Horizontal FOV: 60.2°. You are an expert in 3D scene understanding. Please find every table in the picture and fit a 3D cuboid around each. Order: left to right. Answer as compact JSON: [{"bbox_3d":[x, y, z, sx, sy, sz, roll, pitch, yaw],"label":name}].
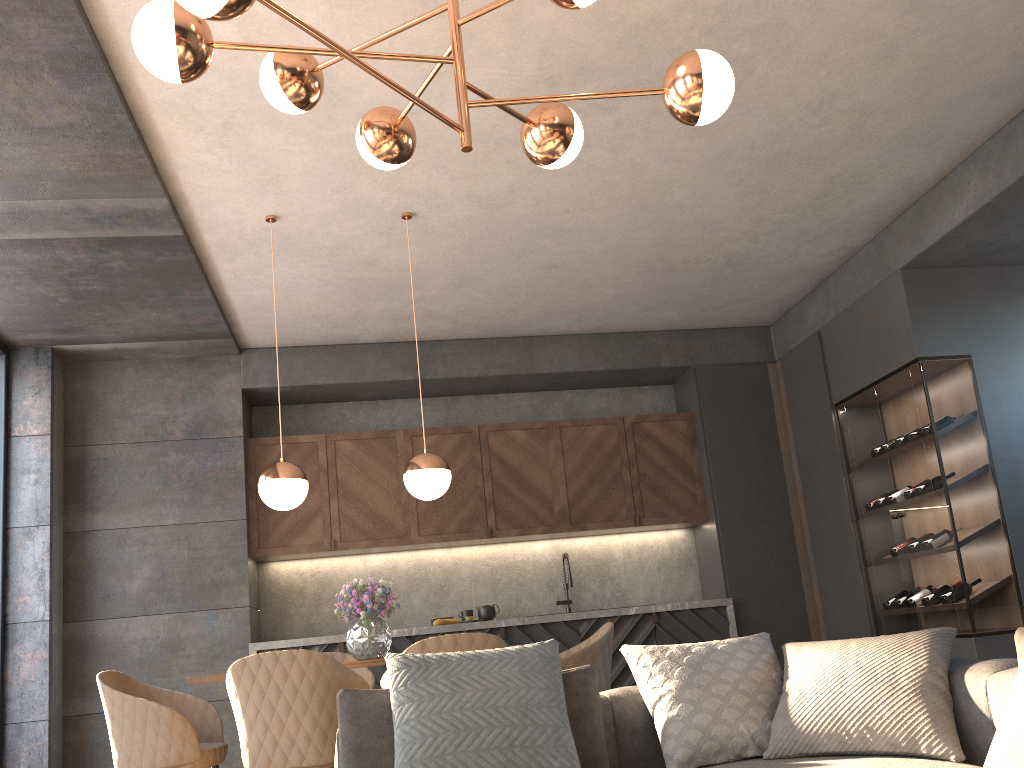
[{"bbox_3d":[-0.637,1.664,4.073,1.465,0.755,0.785,-3,-14,-9],"label":"table"}]

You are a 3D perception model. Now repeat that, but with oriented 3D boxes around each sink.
[{"bbox_3d":[0.516,1.514,6.600,0.961,0.536,0.470,-3,-14,-9],"label":"sink"}]

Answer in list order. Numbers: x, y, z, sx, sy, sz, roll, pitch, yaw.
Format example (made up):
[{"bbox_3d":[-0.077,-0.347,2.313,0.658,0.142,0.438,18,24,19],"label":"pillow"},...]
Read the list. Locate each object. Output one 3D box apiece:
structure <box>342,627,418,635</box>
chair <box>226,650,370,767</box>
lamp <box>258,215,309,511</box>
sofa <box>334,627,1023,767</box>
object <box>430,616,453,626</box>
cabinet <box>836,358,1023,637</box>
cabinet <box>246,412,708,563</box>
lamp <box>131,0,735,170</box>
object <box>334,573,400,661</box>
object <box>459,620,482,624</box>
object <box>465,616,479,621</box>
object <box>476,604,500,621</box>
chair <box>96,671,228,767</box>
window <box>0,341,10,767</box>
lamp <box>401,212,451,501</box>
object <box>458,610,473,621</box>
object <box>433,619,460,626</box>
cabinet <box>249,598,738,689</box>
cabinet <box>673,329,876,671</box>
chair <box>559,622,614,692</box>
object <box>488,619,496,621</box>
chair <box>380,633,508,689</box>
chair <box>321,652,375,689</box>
[{"bbox_3d":[-0.939,1.777,6.298,0.610,0.017,0.515,-3,-17,-9],"label":"structure"},{"bbox_3d":[-0.835,1.475,3.484,0.555,0.820,0.520,-6,-13,0],"label":"chair"},{"bbox_3d":[-1.175,-0.126,4.425,0.239,1.515,0.243,-5,-12,-4],"label":"lamp"},{"bbox_3d":[0.633,0.810,1.645,2.021,0.769,2.975,-3,-16,-10],"label":"sofa"},{"bbox_3d":[-0.511,1.739,6.457,0.157,0.067,0.119,1,-17,-24],"label":"object"},{"bbox_3d":[2.575,0.761,5.555,0.336,1.555,1.019,-4,-13,-9],"label":"cabinet"},{"bbox_3d":[-0.235,0.772,6.736,3.389,0.850,0.377,-3,-13,-9],"label":"cabinet"},{"bbox_3d":[-0.285,-1.059,2.449,1.467,1.019,1.033,4,-17,-32],"label":"lamp"},{"bbox_3d":[-0.686,1.109,4.221,0.299,0.401,0.334,5,-17,-38],"label":"object"},{"bbox_3d":[-0.297,1.703,6.314,0.171,0.020,0.173,-10,-17,15],"label":"object"},{"bbox_3d":[-0.298,1.686,6.318,0.120,0.044,0.119,-4,-16,-4],"label":"object"},{"bbox_3d":[-0.182,1.688,6.508,0.136,0.135,0.155,5,-18,-36],"label":"object"},{"bbox_3d":[-1.544,1.680,3.936,0.510,0.820,0.566,-5,-13,-5],"label":"chair"},{"bbox_3d":[-2.676,0.112,2.012,0.199,2.939,7.426,-4,-16,-9],"label":"window"},{"bbox_3d":[-0.485,-0.161,4.536,0.239,1.515,0.243,2,-14,-33],"label":"lamp"},{"bbox_3d":[-0.332,1.713,6.484,0.091,0.102,0.113,-11,-15,22],"label":"object"},{"bbox_3d":[-0.461,1.706,6.317,0.071,0.053,0.305,-14,-18,30],"label":"object"},{"bbox_3d":[-0.072,2.179,6.322,3.388,0.933,0.613,-3,-13,-9],"label":"cabinet"},{"bbox_3d":[2.138,1.109,6.574,1.186,2.703,1.227,-4,-13,-9],"label":"cabinet"},{"bbox_3d":[0.269,1.578,4.200,0.510,0.820,0.566,-5,-13,-5],"label":"chair"},{"bbox_3d":[-0.357,1.717,6.345,0.489,0.039,0.291,-2,-17,-14],"label":"object"},{"bbox_3d":[-0.233,1.445,3.585,0.554,0.820,0.521,-2,-14,-15],"label":"chair"},{"bbox_3d":[-0.982,1.822,4.604,0.554,0.820,0.521,-2,-14,-15],"label":"chair"}]
